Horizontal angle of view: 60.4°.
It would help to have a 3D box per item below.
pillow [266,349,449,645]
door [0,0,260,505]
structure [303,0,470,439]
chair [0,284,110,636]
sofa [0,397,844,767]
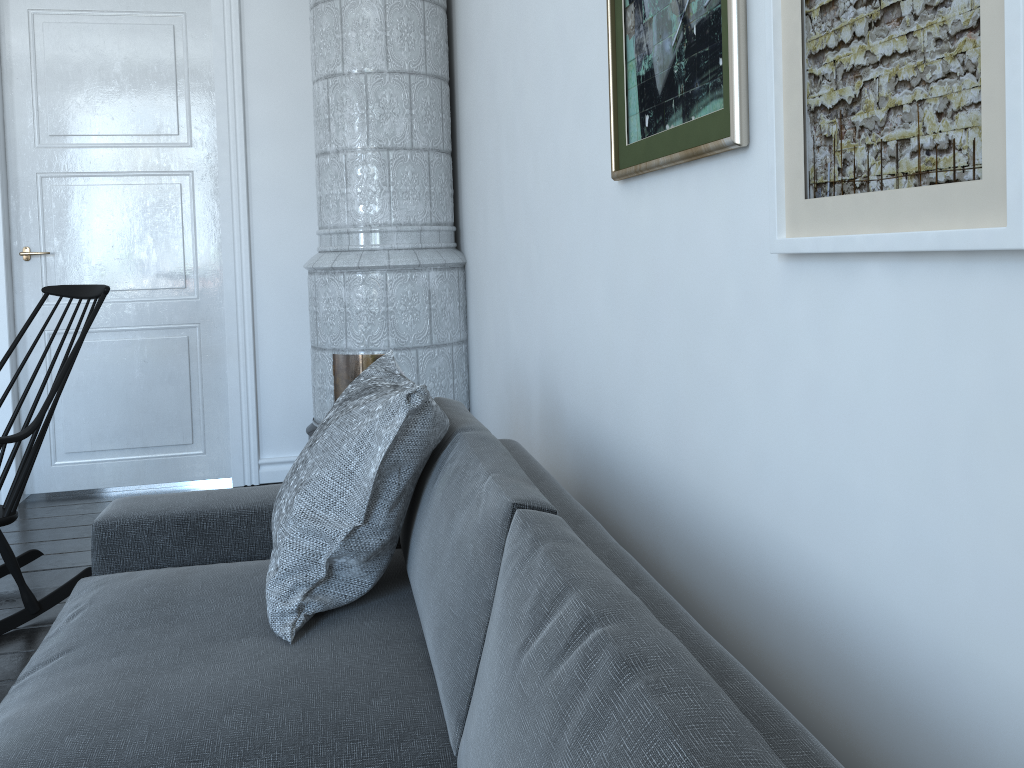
[{"bbox_3d":[-0.179,0.315,1.146,0.478,0.488,2.076,-3,9,-7],"label":"pillow"},{"bbox_3d":[-1.818,-0.724,4.056,1.170,2.462,0.116,-3,2,-12],"label":"door"},{"bbox_3d":[-0.705,-0.917,3.721,0.778,2.875,1.277,0,4,33],"label":"structure"},{"bbox_3d":[-1.680,0.221,2.683,0.612,0.999,0.913,1,6,33],"label":"chair"},{"bbox_3d":[-0.290,0.547,1.198,1.085,0.717,2.396,-3,8,-11],"label":"sofa"}]
